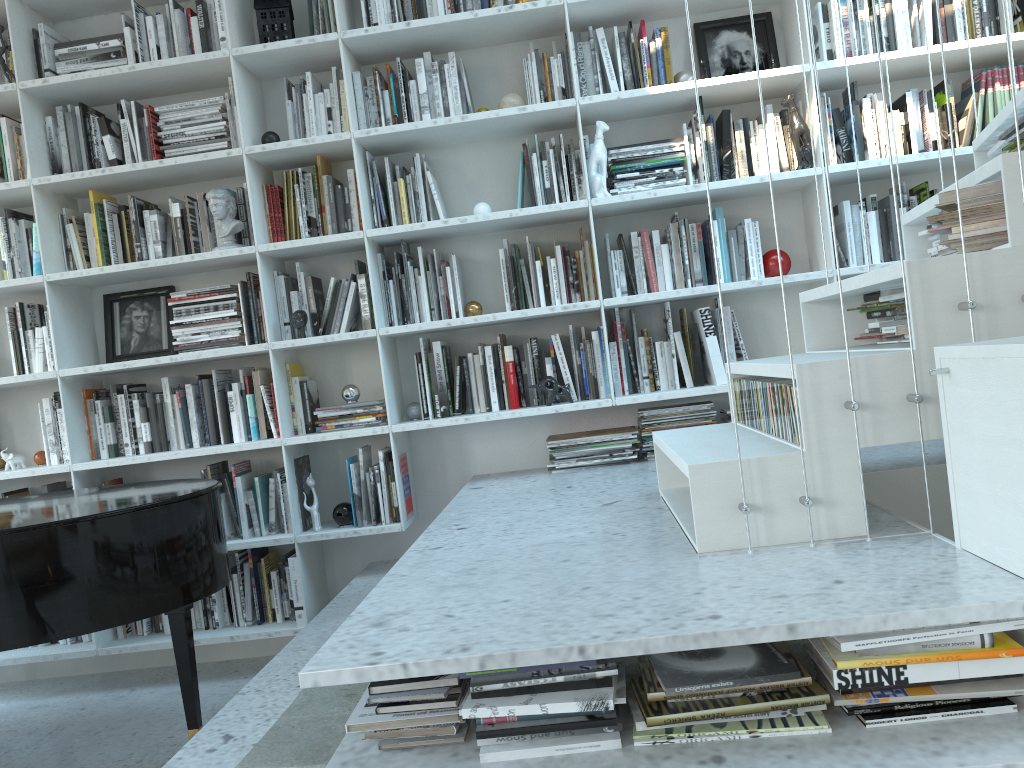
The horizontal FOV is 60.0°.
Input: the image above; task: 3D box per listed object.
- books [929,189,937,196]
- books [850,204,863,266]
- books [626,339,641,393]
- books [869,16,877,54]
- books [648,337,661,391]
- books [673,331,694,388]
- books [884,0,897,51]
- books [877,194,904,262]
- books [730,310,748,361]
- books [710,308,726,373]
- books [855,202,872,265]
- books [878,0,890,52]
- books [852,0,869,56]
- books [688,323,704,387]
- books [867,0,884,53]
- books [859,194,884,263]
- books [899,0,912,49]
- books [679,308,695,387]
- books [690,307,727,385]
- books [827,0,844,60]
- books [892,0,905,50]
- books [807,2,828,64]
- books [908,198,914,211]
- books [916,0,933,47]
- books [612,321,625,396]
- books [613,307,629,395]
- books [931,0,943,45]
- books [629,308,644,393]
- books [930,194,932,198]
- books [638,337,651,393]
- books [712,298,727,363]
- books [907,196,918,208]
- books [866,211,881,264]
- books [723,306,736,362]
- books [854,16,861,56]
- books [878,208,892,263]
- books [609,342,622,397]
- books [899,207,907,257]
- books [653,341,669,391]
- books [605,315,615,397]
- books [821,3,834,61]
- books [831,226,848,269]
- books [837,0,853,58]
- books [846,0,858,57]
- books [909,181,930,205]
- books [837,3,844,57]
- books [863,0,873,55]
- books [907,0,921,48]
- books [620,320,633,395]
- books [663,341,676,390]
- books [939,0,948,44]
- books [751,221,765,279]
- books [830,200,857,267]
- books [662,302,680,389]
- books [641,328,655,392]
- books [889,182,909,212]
[{"bbox_3d":[1.588,-0.597,3.362,0.012,0.254,0.161,-7,2,4],"label":"books"},{"bbox_3d":[1.290,-0.551,3.374,0.037,0.236,0.153,-7,2,4],"label":"books"},{"bbox_3d":[0.471,-0.070,3.472,0.033,0.213,0.140,-7,2,4],"label":"books"},{"bbox_3d":[1.341,-1.271,3.351,0.027,0.179,0.157,-7,1,4],"label":"books"},{"bbox_3d":[0.549,-0.078,3.455,0.025,0.210,0.137,-7,2,4],"label":"books"},{"bbox_3d":[0.654,-0.094,3.437,0.052,0.217,0.184,-7,1,4],"label":"books"},{"bbox_3d":[1.397,-1.318,3.330,0.024,0.259,0.156,-7,2,4],"label":"books"},{"bbox_3d":[1.419,-0.573,3.345,0.027,0.248,0.184,-7,1,4],"label":"books"},{"bbox_3d":[0.875,-0.150,3.425,0.062,0.274,0.148,-7,2,4],"label":"books"},{"bbox_3d":[0.801,-0.147,3.437,0.012,0.285,0.159,-7,2,4],"label":"books"},{"bbox_3d":[1.319,-0.558,3.372,0.022,0.242,0.151,-7,2,4],"label":"books"},{"bbox_3d":[1.373,-1.321,3.342,0.025,0.271,0.152,-7,2,4],"label":"books"},{"bbox_3d":[1.297,-1.324,3.349,0.022,0.297,0.162,-7,2,4],"label":"books"},{"bbox_3d":[0.704,-0.112,3.436,0.031,0.239,0.171,-7,1,4],"label":"books"},{"bbox_3d":[1.354,-1.313,3.334,0.013,0.260,0.158,-7,2,4],"label":"books"},{"bbox_3d":[1.370,-0.577,3.381,0.024,0.267,0.133,-7,2,4],"label":"books"},{"bbox_3d":[1.445,-1.336,3.329,0.030,0.284,0.166,-7,2,4],"label":"books"},{"bbox_3d":[0.681,-0.142,3.455,0.010,0.304,0.131,-7,2,4],"label":"books"},{"bbox_3d":[0.750,-0.143,3.389,0.075,0.291,0.255,-7,1,4],"label":"books"},{"bbox_3d":[1.198,-1.287,3.335,0.023,0.248,0.182,-7,1,4],"label":"books"},{"bbox_3d":[1.420,-1.322,3.326,0.022,0.263,0.172,-7,2,4],"label":"books"},{"bbox_3d":[1.155,-1.285,3.353,0.012,0.254,0.161,-7,2,4],"label":"books"},{"bbox_3d":[1.496,-0.574,3.362,0.014,0.230,0.172,-7,1,4],"label":"books"},{"bbox_3d":[1.524,-1.326,3.317,0.045,0.245,0.177,-7,1,4],"label":"books"},{"bbox_3d":[0.416,-0.100,3.465,0.012,0.286,0.158,-7,2,4],"label":"books"},{"bbox_3d":[0.425,-0.126,3.459,0.014,0.337,0.132,-7,2,4],"label":"books"},{"bbox_3d":[1.557,-1.337,3.321,0.023,0.258,0.184,-7,1,4],"label":"books"},{"bbox_3d":[0.487,-0.129,3.467,0.013,0.327,0.130,-7,2,4],"label":"books"},{"bbox_3d":[1.567,-0.587,3.360,0.014,0.237,0.146,-7,2,4],"label":"books"},{"bbox_3d":[0.511,-0.075,3.457,0.023,0.214,0.163,-7,1,4],"label":"books"},{"bbox_3d":[0.811,-0.169,3.441,0.012,0.326,0.136,-7,2,4],"label":"books"},{"bbox_3d":[1.516,-0.583,3.376,0.027,0.242,0.131,-7,2,4],"label":"books"},{"bbox_3d":[1.346,-0.541,3.366,0.029,0.201,0.172,-7,1,4],"label":"books"},{"bbox_3d":[0.830,-0.151,3.418,0.025,0.287,0.160,-7,2,4],"label":"books"},{"bbox_3d":[1.280,-1.269,3.359,0.028,0.191,0.136,-7,1,4],"label":"books"},{"bbox_3d":[1.397,-0.551,3.374,0.025,0.208,0.149,-7,1,4],"label":"books"},{"bbox_3d":[0.400,-0.058,3.448,0.027,0.208,0.164,-7,1,4],"label":"books"},{"bbox_3d":[1.464,-0.555,3.371,0.027,0.201,0.164,-7,1,4],"label":"books"},{"bbox_3d":[0.578,-0.070,3.454,0.030,0.188,0.140,-7,1,4],"label":"books"},{"bbox_3d":[0.375,-0.107,3.445,0.010,0.312,0.170,-7,2,4],"label":"books"},{"bbox_3d":[1.175,-1.286,3.364,0.026,0.250,0.160,-7,2,4],"label":"books"},{"bbox_3d":[1.204,-0.561,3.387,0.085,0.278,0.159,-7,2,4],"label":"books"},{"bbox_3d":[1.234,-1.296,3.343,0.026,0.256,0.173,-7,2,4],"label":"books"},{"bbox_3d":[1.251,-1.312,3.327,0.014,0.285,0.185,-7,2,4],"label":"books"},{"bbox_3d":[1.552,-0.608,3.353,0.011,0.285,0.161,-7,2,4],"label":"books"},{"bbox_3d":[1.217,-1.285,3.351,0.011,0.239,0.172,-7,1,4],"label":"books"},{"bbox_3d":[1.313,-1.324,3.337,0.012,0.293,0.165,-7,2,4],"label":"books"},{"bbox_3d":[1.496,-1.328,3.340,0.012,0.254,0.161,-7,2,4],"label":"books"},{"bbox_3d":[0.443,-0.103,3.461,0.015,0.287,0.138,-7,2,4],"label":"books"},{"bbox_3d":[0.605,-0.072,3.445,0.024,0.185,0.149,-7,1,4],"label":"books"},{"bbox_3d":[1.589,-1.358,3.337,0.024,0.292,0.132,-7,2,4],"label":"books"},{"bbox_3d":[0.927,-0.500,3.404,0.027,0.223,0.170,-7,1,4],"label":"books"},{"bbox_3d":[1.258,-0.555,3.368,0.024,0.252,0.175,-7,1,4],"label":"books"},{"bbox_3d":[0.614,-0.148,3.438,0.014,0.333,0.168,-7,2,4],"label":"books"},{"bbox_3d":[0.527,-0.092,3.445,0.015,0.243,0.156,-7,2,4],"label":"books"},{"bbox_3d":[1.479,-0.606,3.368,0.013,0.297,0.141,-7,2,4],"label":"books"}]
